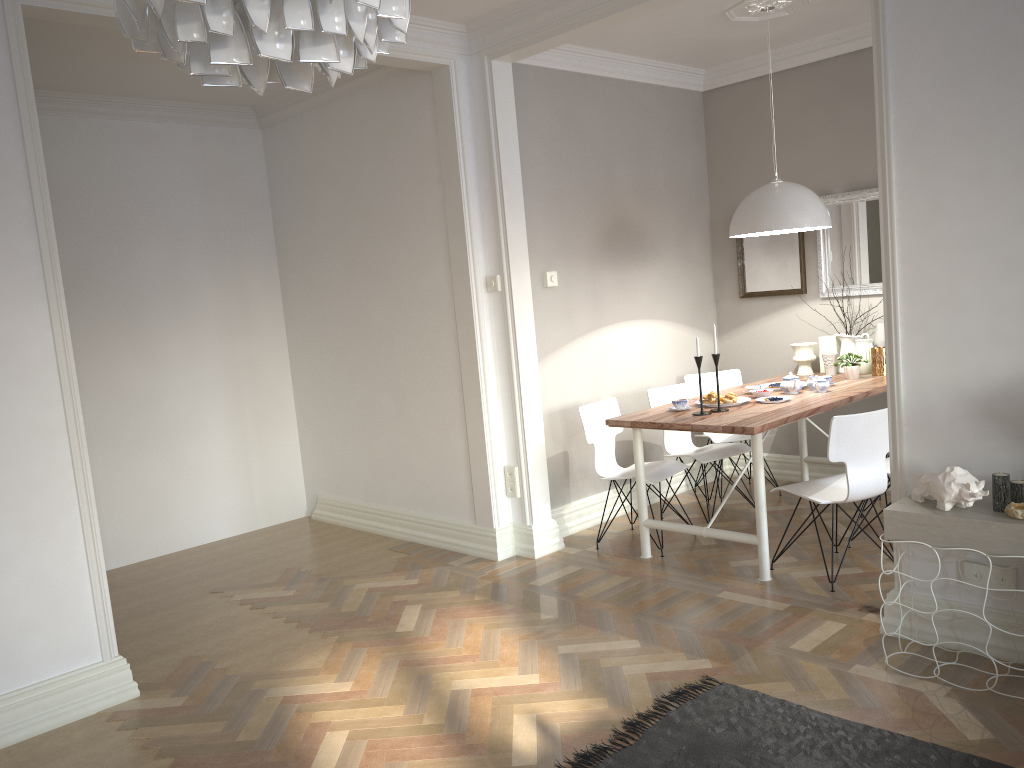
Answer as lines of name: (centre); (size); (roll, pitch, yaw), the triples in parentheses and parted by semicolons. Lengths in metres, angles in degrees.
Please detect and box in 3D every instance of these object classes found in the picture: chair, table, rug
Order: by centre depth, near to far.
rug: (0.682, 1.193, 1.762); (2.012, 0.055, 2.111); (-11, 8, -43)
table: (1.563, 0.703, 2.995); (0.298, 0.576, 0.553); (-11, 9, -42)
chair: (1.492, 0.491, 4.089); (0.431, 0.787, 0.478); (-8, 7, -23)
chair: (1.969, 0.416, 4.386); (0.431, 0.787, 0.479); (-10, 8, -38)
chair: (0.683, 0.485, 4.865); (0.479, 0.787, 0.431); (0, 8, 36)
table: (1.514, 0.422, 4.921); (1.983, 0.751, 0.852); (-11, 8, -43)
chair: (2.234, 0.332, 4.969); (0.479, 0.787, 0.431); (0, 8, 36)
chair: (1.125, 0.403, 5.264); (0.431, 0.787, 0.479); (-10, 8, -33)
chair: (1.421, 0.324, 5.766); (0.431, 0.787, 0.478); (-7, 7, -12)

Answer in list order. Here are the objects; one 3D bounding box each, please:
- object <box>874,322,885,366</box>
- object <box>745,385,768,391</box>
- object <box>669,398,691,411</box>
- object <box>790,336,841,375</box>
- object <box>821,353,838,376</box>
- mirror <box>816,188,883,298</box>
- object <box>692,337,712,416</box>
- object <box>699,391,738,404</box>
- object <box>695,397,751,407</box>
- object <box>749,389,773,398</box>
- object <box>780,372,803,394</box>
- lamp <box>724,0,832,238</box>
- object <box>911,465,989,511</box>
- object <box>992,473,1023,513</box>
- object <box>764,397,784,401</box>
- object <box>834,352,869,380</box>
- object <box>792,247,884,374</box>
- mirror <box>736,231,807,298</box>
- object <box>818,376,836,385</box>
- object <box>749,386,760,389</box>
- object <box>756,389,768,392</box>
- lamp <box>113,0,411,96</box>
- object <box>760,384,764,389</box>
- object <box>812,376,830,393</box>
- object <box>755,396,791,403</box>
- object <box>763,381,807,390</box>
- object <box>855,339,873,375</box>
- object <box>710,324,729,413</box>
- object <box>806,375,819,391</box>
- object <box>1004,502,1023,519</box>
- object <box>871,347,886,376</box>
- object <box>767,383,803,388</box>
object: (2.246, -0.224, 5.382); (0.091, 0.301, 0.091); (-5, 7, 0)
object: (1.367, 0.034, 4.952); (0.129, 0.038, 0.129); (-10, 8, -38)
object: (0.873, 0.108, 4.589); (0.116, 0.056, 0.137); (-7, 6, -13)
object: (1.921, -0.182, 5.616); (0.310, 0.228, 0.172); (-5, 6, 0)
object: (1.964, -0.121, 5.468); (0.094, 0.132, 0.096); (-4, 7, 13)
mirror: (2.134, -0.861, 5.428); (0.047, 0.633, 0.544); (-12, 9, -43)
object: (0.925, -0.046, 4.373); (0.095, 0.397, 0.095); (1, 9, 42)
object: (1.088, 0.072, 4.679); (0.198, 0.063, 0.188); (-3, 6, 17)
object: (1.113, 0.096, 4.674); (0.287, 0.020, 0.286); (-1, 7, 34)
object: (1.347, 0.053, 4.785); (0.129, 0.038, 0.129); (-11, 8, -43)
object: (1.521, -0.007, 4.827); (0.124, 0.119, 0.143); (-10, 8, -39)
lamp: (1.387, -1.402, 4.700); (0.529, 1.184, 0.530); (-10, 8, -36)
object: (1.476, 0.346, 2.991); (0.137, 0.150, 0.310); (-7, 6, -13)
object: (1.638, 0.346, 2.911); (0.123, 0.134, 0.061); (-6, 7, -2)
object: (1.354, 0.081, 4.596); (0.100, 0.025, 0.066); (-3, 7, 23)
object: (1.990, -0.110, 5.189); (0.178, 0.162, 0.169); (-6, 6, -3)
object: (2.056, -0.446, 5.358); (0.698, 0.782, 0.351); (-2, 7, 29)
mirror: (1.710, -0.861, 5.868); (0.051, 0.558, 0.474); (-12, 9, -43)
object: (1.766, -0.017, 5.009); (0.116, 0.056, 0.116); (-3, 6, 19)
object: (1.367, 0.031, 4.963); (0.057, 0.037, 0.073); (-6, 6, -5)
object: (1.346, 0.052, 4.786); (0.085, 0.039, 0.082); (-4, 6, 12)
lamp: (-0.345, -0.913, 1.051); (0.355, 1.067, 0.353); (-5, 7, -1)
object: (1.393, 0.013, 4.944); (0.020, 0.003, 0.193); (-4, 6, 14)
object: (1.667, 0.000, 4.782); (0.090, 0.086, 0.090); (-5, 6, 1)
object: (1.358, 0.083, 4.607); (0.180, 0.014, 0.179); (-4, 6, 12)
object: (1.560, 0.014, 5.074); (0.287, 0.020, 0.286); (-3, 6, 19)
object: (2.127, -0.163, 5.344); (0.112, 0.209, 0.114); (-11, 9, -43)
object: (1.019, -0.086, 4.418); (0.095, 0.449, 0.095); (1, 9, 42)
object: (1.657, -0.009, 4.880); (0.072, 0.086, 0.086); (-4, 6, 12)
object: (1.628, 0.402, 2.814); (0.099, 0.046, 0.104); (-5, 6, 3)
object: (2.177, -0.134, 5.243); (0.095, 0.163, 0.095); (-6, 7, -3)
object: (1.560, 0.009, 5.078); (0.201, 0.022, 0.194); (-8, 6, -23)
